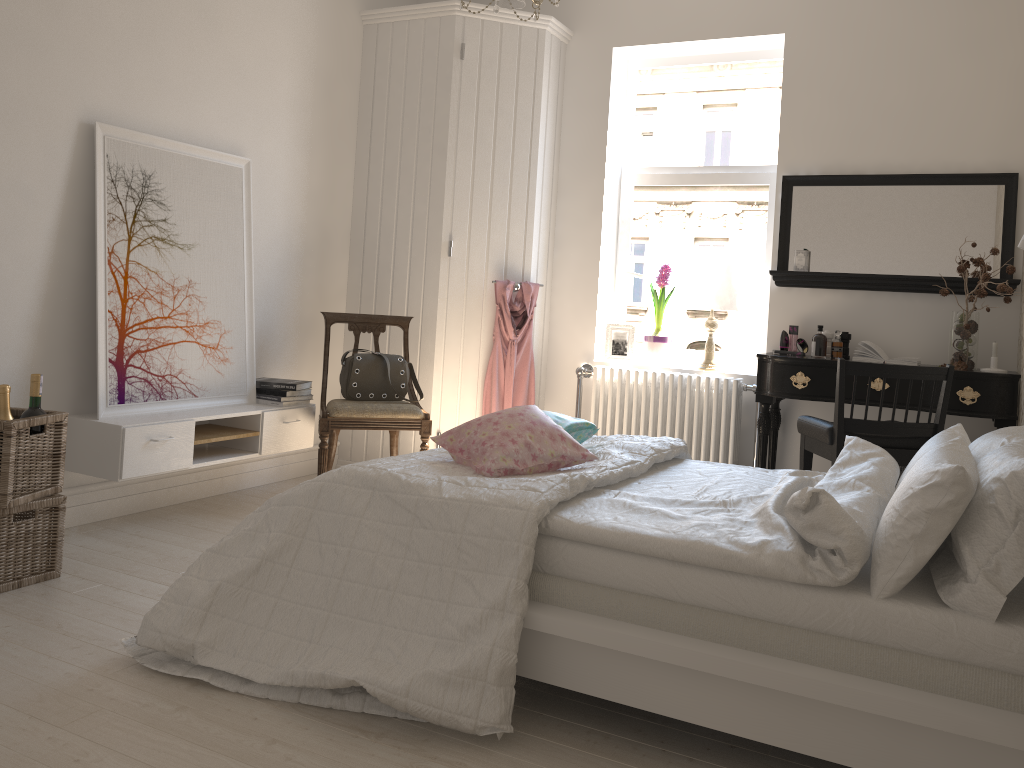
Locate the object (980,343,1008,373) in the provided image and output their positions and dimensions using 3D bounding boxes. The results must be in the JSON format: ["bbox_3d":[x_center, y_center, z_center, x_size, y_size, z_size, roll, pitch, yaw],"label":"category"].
[{"bbox_3d":[2.098,-0.114,3.836,0.104,0.131,0.105,3,2,-28],"label":"object"}]

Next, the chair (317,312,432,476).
[{"bbox_3d":[-0.697,0.111,4.313,0.519,0.891,0.539,3,1,-18],"label":"chair"}]

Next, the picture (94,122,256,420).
[{"bbox_3d":[-1.437,-0.472,3.827,0.164,1.163,0.853,3,1,27],"label":"picture"}]

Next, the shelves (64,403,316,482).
[{"bbox_3d":[-1.343,0.218,3.864,0.369,0.209,1.115,5,5,27],"label":"shelves"}]

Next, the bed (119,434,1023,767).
[{"bbox_3d":[0.419,0.460,2.653,2.218,0.631,1.953,6,5,27],"label":"bed"}]

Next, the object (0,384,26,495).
[{"bbox_3d":[-1.590,0.179,2.787,0.094,0.361,0.127,4,0,7],"label":"object"}]

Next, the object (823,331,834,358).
[{"bbox_3d":[1.554,-0.196,4.353,0.057,0.134,0.057,3,0,-12],"label":"object"}]

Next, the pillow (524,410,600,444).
[{"bbox_3d":[0.048,0.171,2.950,0.363,0.168,0.381,6,5,32],"label":"pillow"}]

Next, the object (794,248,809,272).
[{"bbox_3d":[1.467,-0.628,4.470,0.072,0.121,0.037,4,0,32],"label":"object"}]

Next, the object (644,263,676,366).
[{"bbox_3d":[0.826,-0.391,4.939,0.156,0.578,0.156,3,0,12],"label":"object"}]

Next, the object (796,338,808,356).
[{"bbox_3d":[1.419,-0.185,4.375,0.082,0.086,0.080,3,2,-23],"label":"object"}]

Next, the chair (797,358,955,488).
[{"bbox_3d":[1.456,0.325,3.599,0.456,0.862,0.458,3,1,-3],"label":"chair"}]

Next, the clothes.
[{"bbox_3d":[0.004,-0.130,4.816,0.328,0.877,0.092,3,0,-33],"label":"clothes"}]

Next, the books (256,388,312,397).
[{"bbox_3d":[-1.120,0.032,4.254,0.240,0.028,0.191,6,6,25],"label":"books"}]

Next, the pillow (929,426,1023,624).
[{"bbox_3d":[1.204,0.276,2.251,0.311,0.354,1.253,5,5,27],"label":"pillow"}]

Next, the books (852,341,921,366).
[{"bbox_3d":[1.764,-0.146,4.146,0.279,0.095,0.226,6,5,29],"label":"books"}]

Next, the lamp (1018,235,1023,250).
[{"bbox_3d":[1.330,-0.370,2.195,0.115,0.093,0.325,5,5,27],"label":"lamp"}]

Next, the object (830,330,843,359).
[{"bbox_3d":[1.571,-0.190,4.266,0.054,0.139,0.054,3,0,-24],"label":"object"}]

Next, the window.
[{"bbox_3d":[1.052,-0.987,5.005,0.951,1.784,0.110,4,0,27],"label":"window"}]

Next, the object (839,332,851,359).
[{"bbox_3d":[1.636,-0.190,4.341,0.057,0.134,0.057,3,0,-12],"label":"object"}]

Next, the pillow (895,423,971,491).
[{"bbox_3d":[1.220,0.284,2.560,0.204,0.303,0.561,4,4,27],"label":"pillow"}]

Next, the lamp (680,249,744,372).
[{"bbox_3d":[1.085,-0.398,4.786,0.340,0.653,0.340,4,1,39],"label":"lamp"}]

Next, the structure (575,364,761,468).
[{"bbox_3d":[0.809,0.275,4.709,1.071,0.682,0.165,5,1,27],"label":"structure"}]

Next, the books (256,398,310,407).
[{"bbox_3d":[-1.126,0.080,4.249,0.243,0.022,0.191,6,6,29],"label":"books"}]

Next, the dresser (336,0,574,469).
[{"bbox_3d":[-0.329,-0.780,5.039,1.027,2.585,0.699,4,0,27],"label":"dresser"}]

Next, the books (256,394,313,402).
[{"bbox_3d":[-1.127,0.056,4.260,0.259,0.022,0.212,7,6,32],"label":"books"}]

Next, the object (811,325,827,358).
[{"bbox_3d":[1.492,-0.206,4.281,0.070,0.158,0.070,4,0,21],"label":"object"}]

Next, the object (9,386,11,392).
[{"bbox_3d":[-1.703,0.178,2.874,0.095,0.332,0.285,4,2,-13],"label":"object"}]

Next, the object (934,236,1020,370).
[{"bbox_3d":[2.016,-0.335,3.826,0.317,0.599,0.543,3,2,-2],"label":"object"}]

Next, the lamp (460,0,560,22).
[{"bbox_3d":[0.024,-1.746,2.916,0.513,1.005,0.513,3,1,-3],"label":"lamp"}]

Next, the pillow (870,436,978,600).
[{"bbox_3d":[0.951,0.294,2.027,0.202,0.308,0.564,4,4,27],"label":"pillow"}]

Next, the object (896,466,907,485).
[{"bbox_3d":[1.894,0.524,4.004,0.368,0.332,0.302,5,2,28],"label":"object"}]

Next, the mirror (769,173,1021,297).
[{"bbox_3d":[1.837,-0.735,4.282,1.121,0.572,0.066,6,1,27],"label":"mirror"}]

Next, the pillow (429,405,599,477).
[{"bbox_3d":[0.004,0.173,2.664,0.393,0.202,0.355,1,4,-30],"label":"pillow"}]

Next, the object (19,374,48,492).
[{"bbox_3d":[-1.574,0.156,2.902,0.095,0.378,0.095,3,0,44],"label":"object"}]

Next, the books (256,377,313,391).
[{"bbox_3d":[-1.124,0.001,4.262,0.259,0.032,0.191,4,5,10],"label":"books"}]

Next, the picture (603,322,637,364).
[{"bbox_3d":[0.610,-0.232,4.993,0.176,0.226,0.050,4,0,7],"label":"picture"}]

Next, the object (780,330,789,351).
[{"bbox_3d":[1.365,-0.210,4.422,0.054,0.120,0.031,3,0,-25],"label":"object"}]

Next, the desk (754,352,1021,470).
[{"bbox_3d":[1.701,0.312,4.104,1.108,0.823,0.435,5,1,27],"label":"desk"}]

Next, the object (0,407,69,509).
[{"bbox_3d":[-1.652,0.229,2.846,0.276,0.270,0.276,4,2,8],"label":"object"}]

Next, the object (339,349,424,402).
[{"bbox_3d":[-0.632,-0.041,4.284,0.399,0.248,0.213,2,2,-18],"label":"object"}]

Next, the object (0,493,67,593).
[{"bbox_3d":[-1.660,0.496,2.853,0.276,0.270,0.276,5,3,27],"label":"object"}]
